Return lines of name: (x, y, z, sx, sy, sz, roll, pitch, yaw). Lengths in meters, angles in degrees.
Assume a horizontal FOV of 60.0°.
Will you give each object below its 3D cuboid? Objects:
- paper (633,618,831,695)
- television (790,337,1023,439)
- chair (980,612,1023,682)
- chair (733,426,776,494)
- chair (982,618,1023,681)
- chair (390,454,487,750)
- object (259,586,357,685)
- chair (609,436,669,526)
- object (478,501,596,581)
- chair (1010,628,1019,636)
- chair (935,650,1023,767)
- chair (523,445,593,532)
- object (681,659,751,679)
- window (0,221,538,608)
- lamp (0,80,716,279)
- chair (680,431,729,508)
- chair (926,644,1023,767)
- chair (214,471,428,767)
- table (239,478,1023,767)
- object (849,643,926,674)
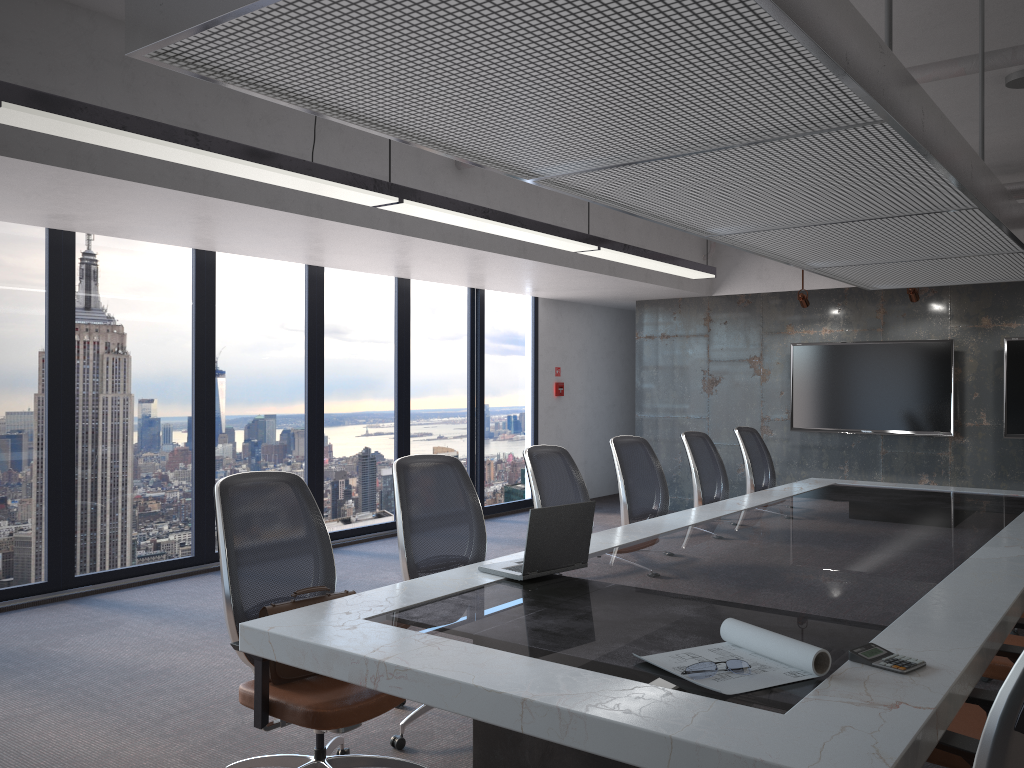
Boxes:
paper: (0.578, 0.716, 2.360, 0.379, 0.069, 0.348, 0, 0, -28)
television: (4.525, 0.037, 8.589, 3.667, 0.960, 0.101, 0, 0, 37)
chair: (2.637, 0.923, 4.126, 0.828, 1.166, 0.789, 0, 0, 1)
chair: (2.153, 0.926, 6.962, 0.828, 1.166, 0.789, 0, 0, 1)
chair: (2.071, 0.921, 3.366, 0.828, 1.166, 0.789, 0, 0, 1)
chair: (-0.165, 0.918, 3.959, 0.828, 1.166, 0.789, 0, 0, 11)
object: (-0.719, 0.884, 3.182, 0.378, 0.308, 0.138, 0, 0, -42)
chair: (1.011, 0.922, 5.576, 0.828, 1.166, 0.789, 0, 0, 7)
object: (0.100, 0.609, 3.562, 0.366, 0.277, 0.308, 0, 0, -43)
chair: (3.203, 0.925, 4.887, 0.828, 1.166, 0.789, 0, 0, 1)
chair: (0.902, 0.916, 1.876, 0.828, 1.166, 0.789, 0, 0, 16)
chair: (0.456, 0.920, 4.680, 0.828, 1.166, 0.789, 0, 0, 1)
object: (0.536, 0.731, 2.281, 0.200, 0.036, 0.049, 0, 0, -17)
window: (-2.472, 0.148, 7.113, 0.121, 2.670, 9.225, 0, 0, 37)
lamp: (1.510, -1.400, 4.334, 4.126, 0.908, 6.097, 0, 0, 37)
chair: (1.587, 0.924, 6.201, 0.828, 1.166, 0.789, 0, 0, 1)
chair: (1.506, 0.919, 2.605, 0.828, 1.166, 0.789, 0, 0, 1)
chair: (-0.675, 0.916, 3.159, 0.828, 1.166, 0.789, 0, 0, 1)
table: (1.550, 1.126, 4.405, 1.898, 0.745, 5.498, 0, 0, 37)
object: (1.009, 0.736, 2.383, 0.126, 0.026, 0.161, 0, 0, -39)
